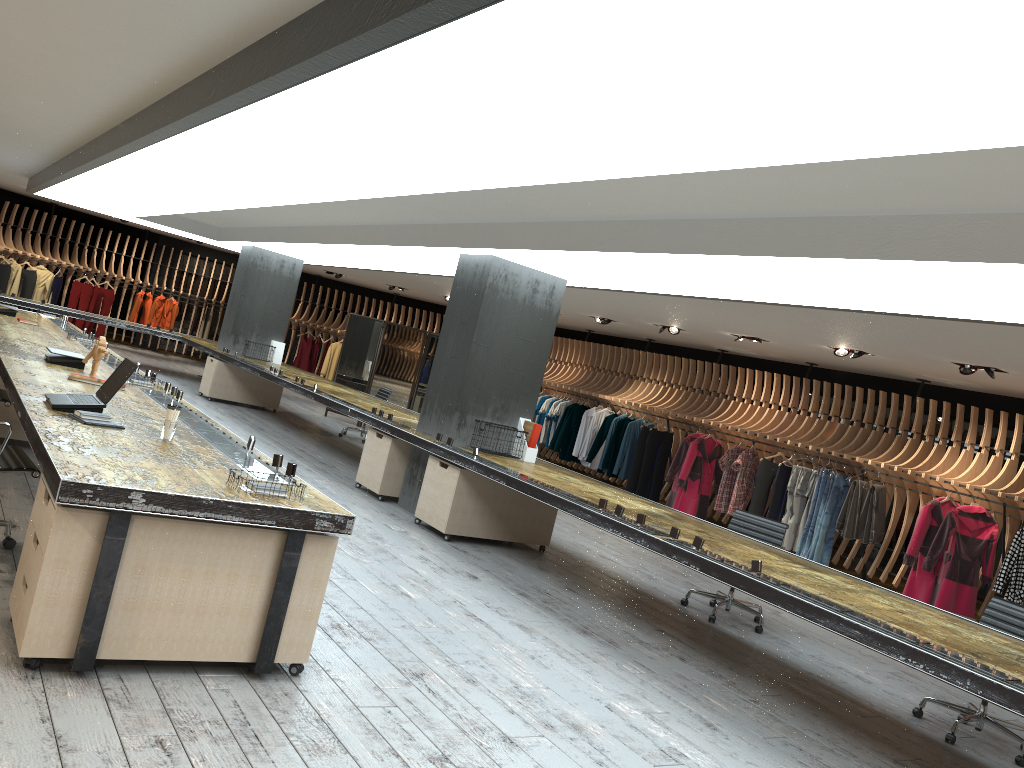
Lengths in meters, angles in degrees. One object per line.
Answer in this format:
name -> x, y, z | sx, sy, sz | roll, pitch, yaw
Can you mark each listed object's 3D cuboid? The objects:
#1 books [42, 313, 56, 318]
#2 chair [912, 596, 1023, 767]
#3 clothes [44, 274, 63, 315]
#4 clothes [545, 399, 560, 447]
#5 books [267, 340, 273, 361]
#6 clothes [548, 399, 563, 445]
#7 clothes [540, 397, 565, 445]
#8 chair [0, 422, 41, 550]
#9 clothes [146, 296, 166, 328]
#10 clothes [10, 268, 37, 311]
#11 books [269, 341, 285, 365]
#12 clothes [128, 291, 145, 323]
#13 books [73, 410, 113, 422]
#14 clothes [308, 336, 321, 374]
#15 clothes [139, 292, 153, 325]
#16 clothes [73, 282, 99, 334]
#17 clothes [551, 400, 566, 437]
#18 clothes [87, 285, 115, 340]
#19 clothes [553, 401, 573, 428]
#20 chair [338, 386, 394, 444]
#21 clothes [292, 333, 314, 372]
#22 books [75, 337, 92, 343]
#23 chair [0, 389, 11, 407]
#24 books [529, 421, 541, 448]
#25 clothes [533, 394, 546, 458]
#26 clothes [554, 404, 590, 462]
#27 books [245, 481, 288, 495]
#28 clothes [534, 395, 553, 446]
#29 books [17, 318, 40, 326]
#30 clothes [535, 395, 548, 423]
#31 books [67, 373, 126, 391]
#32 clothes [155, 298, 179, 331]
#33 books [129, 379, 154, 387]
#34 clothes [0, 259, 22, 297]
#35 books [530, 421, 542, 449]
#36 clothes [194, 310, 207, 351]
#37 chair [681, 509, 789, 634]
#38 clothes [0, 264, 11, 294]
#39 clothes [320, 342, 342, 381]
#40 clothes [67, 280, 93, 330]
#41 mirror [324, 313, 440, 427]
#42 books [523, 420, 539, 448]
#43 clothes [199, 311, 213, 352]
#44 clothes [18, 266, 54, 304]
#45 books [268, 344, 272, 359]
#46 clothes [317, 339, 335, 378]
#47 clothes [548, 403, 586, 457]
books -> -6.361, -0.944, 12.193 | 0.155, 0.025, 0.110 | 14, 1, -39
chair -> 2.945, 1.780, 5.488 | 0.666, 0.859, 0.695 | 14, 0, -38
clothes -> -10.052, -1.721, 19.341 | 0.087, 1.353, 0.539 | 14, 0, -9
clothes -> 0.862, 0.750, 16.861 | 0.741, 0.961, 0.168 | 14, 0, -40
books -> -3.946, -0.528, 14.798 | 0.215, 0.368, 0.048 | 14, 0, -34
clothes -> 0.941, 0.753, 16.742 | 0.741, 0.939, 0.162 | 14, 0, -39
clothes -> 0.811, 0.723, 16.886 | 0.742, 0.931, 0.158 | 14, 0, -30
chair -> -2.698, 0.388, 4.364 | 0.695, 0.859, 0.666 | 14, 0, 42
clothes -> -8.259, -1.636, 20.581 | 0.201, 0.881, 0.839 | 14, 0, -4
clothes -> -10.485, -1.820, 18.831 | 0.539, 1.353, 0.087 | 14, 0, -9
books -> -3.908, -0.518, 14.740 | 0.215, 0.368, 0.073 | 14, 0, -34
clothes -> -8.631, -1.727, 20.368 | 0.200, 0.881, 0.840 | 14, 0, -19
books -> -2.165, 0.161, 4.556 | 0.112, 0.027, 0.186 | 14, 1, 41
clothes -> -4.764, -0.590, 21.215 | 0.126, 1.129, 0.444 | 14, 0, -42
clothes -> -8.461, -1.686, 20.525 | 0.200, 0.881, 0.841 | 14, 0, -29
clothes -> -9.547, -1.591, 19.800 | 0.552, 1.338, 0.093 | 14, 0, 26
clothes -> 0.943, 0.772, 16.653 | 0.168, 0.950, 0.741 | 14, 0, 40
clothes -> -9.323, -1.537, 19.973 | 0.552, 1.338, 0.093 | 14, 0, 7
clothes -> 1.035, 0.780, 16.490 | 0.733, 0.937, 0.164 | 14, 0, -30
chair -> -2.220, 0.423, 13.368 | 0.666, 0.859, 0.695 | 14, 0, -38
clothes -> -5.002, -0.650, 21.256 | 0.443, 1.129, 0.127 | 14, 0, -37
books -> -4.533, -0.464, 9.384 | 0.155, 0.025, 0.110 | 14, 1, -39
chair -> -3.847, 0.086, 6.182 | 0.666, 0.859, 0.695 | 14, 0, -43
books -> 0.153, 0.546, 8.511 | 0.048, 0.368, 0.215 | 14, 0, -34
clothes -> 0.422, 0.894, 17.372 | 0.204, 1.434, 0.676 | 14, 0, 41
clothes -> 1.199, 0.899, 16.277 | 0.912, 1.081, 0.238 | 14, 0, -34
books -> -1.061, 0.451, 3.839 | 0.155, 0.025, 0.110 | 14, 1, -39
clothes -> 0.685, 0.706, 16.974 | 0.736, 0.971, 0.168 | 14, 0, -25
books -> -5.518, -0.709, 10.125 | 0.212, 0.026, 0.366 | 14, 1, -33
clothes -> 0.682, 0.689, 17.086 | 0.743, 0.931, 0.158 | 14, 0, -9
books -> -2.875, -0.015, 6.148 | 0.365, 0.026, 0.213 | 14, 1, -23
clothes -> -8.037, -1.582, 20.672 | 0.841, 0.881, 0.200 | 14, 0, 36
books -> -2.799, -0.008, 6.703 | 0.155, 0.025, 0.110 | 14, 1, -39
clothes -> -10.599, -2.182, 18.605 | 0.705, 0.890, 0.250 | 14, 0, 7
books -> 0.171, 0.550, 8.523 | 0.048, 0.368, 0.215 | 14, 0, -34
clothes -> -7.342, -1.282, 20.973 | 0.096, 0.988, 0.465 | 14, 0, -22
chair -> 1.819, 1.484, 7.213 | 0.694, 0.859, 0.666 | 14, 0, 32
clothes -> -10.787, -1.891, 18.418 | 0.539, 1.353, 0.087 | 14, 0, 1
clothes -> -4.130, -0.474, 21.106 | 0.775, 1.053, 0.152 | 14, 0, -33
clothes -> -9.673, -1.621, 19.696 | 0.552, 1.338, 0.093 | 14, 0, 12
mirror -> -2.093, -0.099, 15.488 | 2.113, 1.892, 0.443 | 14, 0, 7
books -> 0.135, 0.541, 8.499 | 0.048, 0.368, 0.215 | 14, 0, -34
clothes -> -7.233, -1.255, 21.016 | 0.096, 0.988, 0.465 | 14, 0, -17
clothes -> -10.220, -2.095, 19.059 | 0.704, 0.890, 0.250 | 14, 0, -13
books -> -3.923, -0.522, 14.763 | 0.215, 0.368, 0.075 | 14, 0, -34
clothes -> -4.436, -0.508, 21.163 | 0.127, 1.129, 0.443 | 14, 0, 18
clothes -> 1.126, 0.881, 16.375 | 0.912, 1.081, 0.238 | 14, 0, -34
